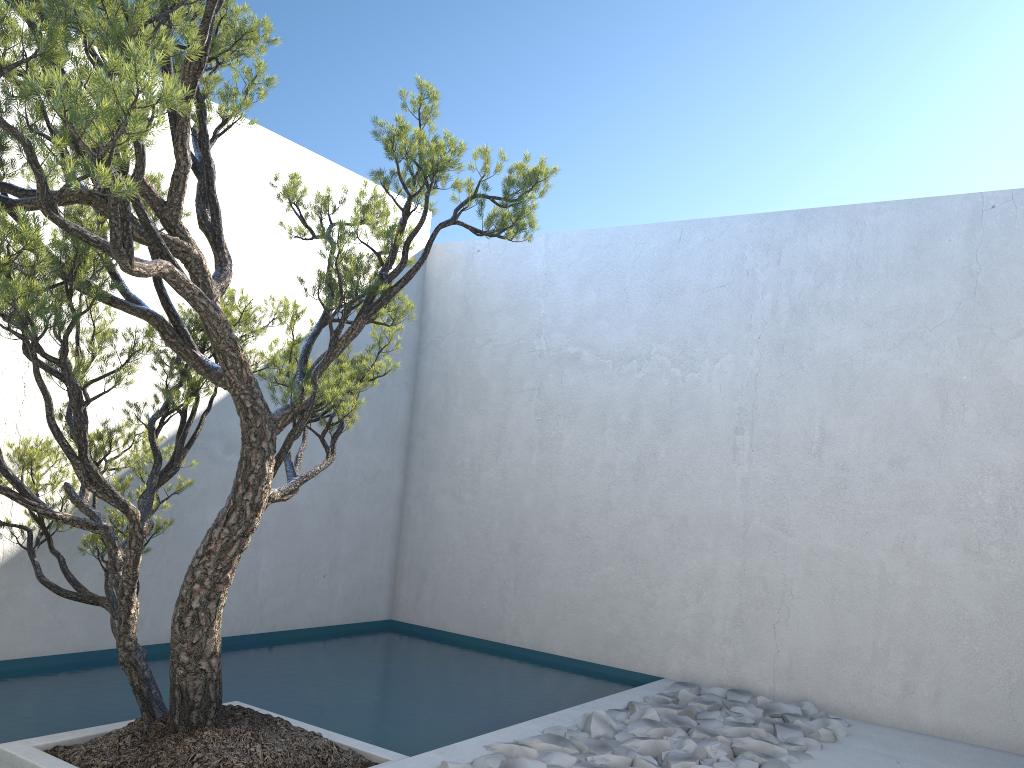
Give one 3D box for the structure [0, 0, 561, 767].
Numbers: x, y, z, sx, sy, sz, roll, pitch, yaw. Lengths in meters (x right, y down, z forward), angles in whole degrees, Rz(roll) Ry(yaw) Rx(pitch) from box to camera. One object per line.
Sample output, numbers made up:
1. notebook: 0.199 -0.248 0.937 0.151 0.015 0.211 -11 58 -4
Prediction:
1. structure: -1.312 -0.211 3.175 2.582 3.455 2.536 3 -5 27
